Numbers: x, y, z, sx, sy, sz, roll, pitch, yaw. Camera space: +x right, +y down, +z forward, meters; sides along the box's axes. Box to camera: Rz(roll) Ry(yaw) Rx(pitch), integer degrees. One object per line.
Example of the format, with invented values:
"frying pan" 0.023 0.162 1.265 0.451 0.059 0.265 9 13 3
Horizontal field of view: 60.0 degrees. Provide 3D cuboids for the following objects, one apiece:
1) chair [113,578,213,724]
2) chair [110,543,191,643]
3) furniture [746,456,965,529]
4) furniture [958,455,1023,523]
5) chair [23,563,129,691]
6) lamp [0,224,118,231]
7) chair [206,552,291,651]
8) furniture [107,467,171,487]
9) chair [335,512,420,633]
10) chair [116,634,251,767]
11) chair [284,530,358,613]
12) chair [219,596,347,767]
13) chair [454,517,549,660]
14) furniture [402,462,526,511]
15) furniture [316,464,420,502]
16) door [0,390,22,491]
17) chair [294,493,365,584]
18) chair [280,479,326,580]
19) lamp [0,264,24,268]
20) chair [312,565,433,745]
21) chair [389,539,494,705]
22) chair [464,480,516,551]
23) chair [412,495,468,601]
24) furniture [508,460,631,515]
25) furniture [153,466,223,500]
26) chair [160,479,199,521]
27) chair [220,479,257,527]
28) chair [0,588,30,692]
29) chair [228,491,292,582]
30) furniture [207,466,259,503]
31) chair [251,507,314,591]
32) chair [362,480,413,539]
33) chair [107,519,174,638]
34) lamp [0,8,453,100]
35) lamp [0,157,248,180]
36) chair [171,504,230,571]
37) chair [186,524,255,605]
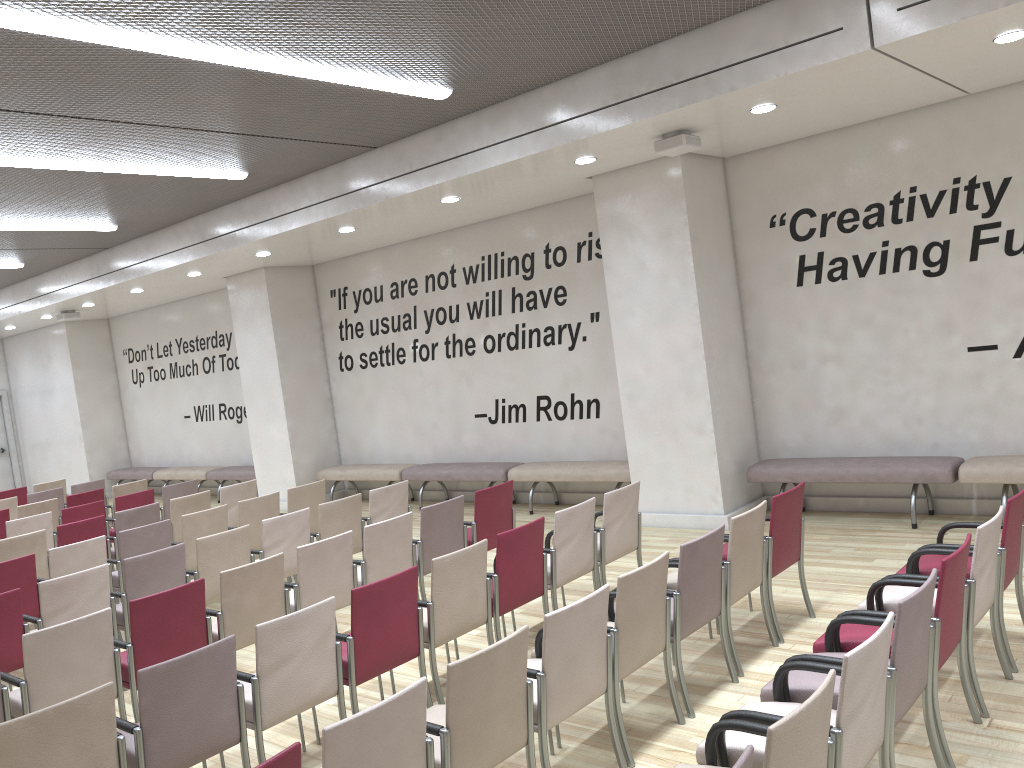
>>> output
"chair" -2.081 1.605 5.170 0.640 0.890 0.513 -5 4 41
"chair" -2.649 1.622 6.394 0.640 0.890 0.513 -5 4 41
"furniture" 3.063 0.946 7.985 1.833 0.550 0.530 -5 4 41
"furniture" 4.458 0.819 6.763 1.833 0.550 0.530 -5 4 41
"chair" -3.013 1.690 5.997 0.640 0.890 0.513 -5 4 41
"lamp" -5.865 -1.666 9.456 0.198 0.045 3.303 -5 4 41
"chair" -1.731 1.538 5.587 0.640 0.890 0.513 -5 4 41
"furniture" -7.044 1.870 16.838 1.833 0.550 0.530 -5 4 41
"chair" -1.019 1.402 6.414 0.640 0.890 0.513 -5 4 41
"chair" -1.524 1.590 3.960 0.640 0.890 0.513 -5 4 42
"chair" -1.377 1.469 6.015 0.640 0.890 0.513 -5 4 42
"chair" -1.168 1.521 4.379 0.640 0.890 0.513 -5 4 42
"chair" -0.101 1.318 5.609 0.640 0.890 0.513 -5 4 41
"furniture" -0.601 1.281 11.195 1.833 0.550 0.530 -5 4 41
"furniture" -1.996 1.409 12.416 1.833 0.550 0.530 -5 4 41
"door" -11.209 1.409 18.618 0.200 2.400 1.400 -5 4 41
"chair" -1.593 1.419 7.641 0.640 0.890 0.513 -5 4 41
"chair" -2.163 1.435 8.865 0.640 0.890 0.513 -5 4 41
"lamp" -8.028 -1.468 11.350 0.198 0.045 3.303 -5 4 41
"chair" -0.806 1.453 4.787 0.640 0.890 0.513 -5 4 42
"chair" -0.447 1.384 5.197 0.640 0.890 0.513 -5 4 41
"chair" -0.296 1.264 7.244 0.640 0.890 0.513 -5 4 41
"chair" -0.671 1.334 6.835 0.640 0.890 0.513 -5 4 42
"furniture" 0.791 1.154 9.976 1.833 0.550 0.530 -5 4 41
"furniture" -5.649 1.743 15.616 1.833 0.550 0.530 -5 4 41
"chair" -4.000 1.603 10.480 0.640 0.890 0.513 -5 4 40
"chair" -3.079 1.519 9.668 0.640 0.890 0.513 -5 4 40
"chair" -3.370 1.758 5.577 0.640 0.890 0.513 -5 4 41
"chair" -2.508 1.502 8.440 0.640 0.890 0.513 -5 4 40
"furniture" -4.257 1.615 14.397 1.833 0.550 0.530 -5 4 41
"chair" -1.941 1.485 7.235 0.640 0.890 0.513 -5 4 42
"chair" -1.239 1.351 8.045 0.640 0.890 0.513 -5 4 42
"chair" -3.220 1.638 7.620 0.640 0.890 0.513 -5 4 42
"lamp" -1.600 -2.056 5.719 0.198 0.045 3.303 -5 4 41
"lamp" -3.748 -1.859 7.602 0.198 0.045 3.303 -5 4 41
"chair" -2.872 1.571 8.041 0.640 0.890 0.513 -5 4 41
"chair" -2.302 1.555 6.802 0.640 0.890 0.513 -5 4 41
